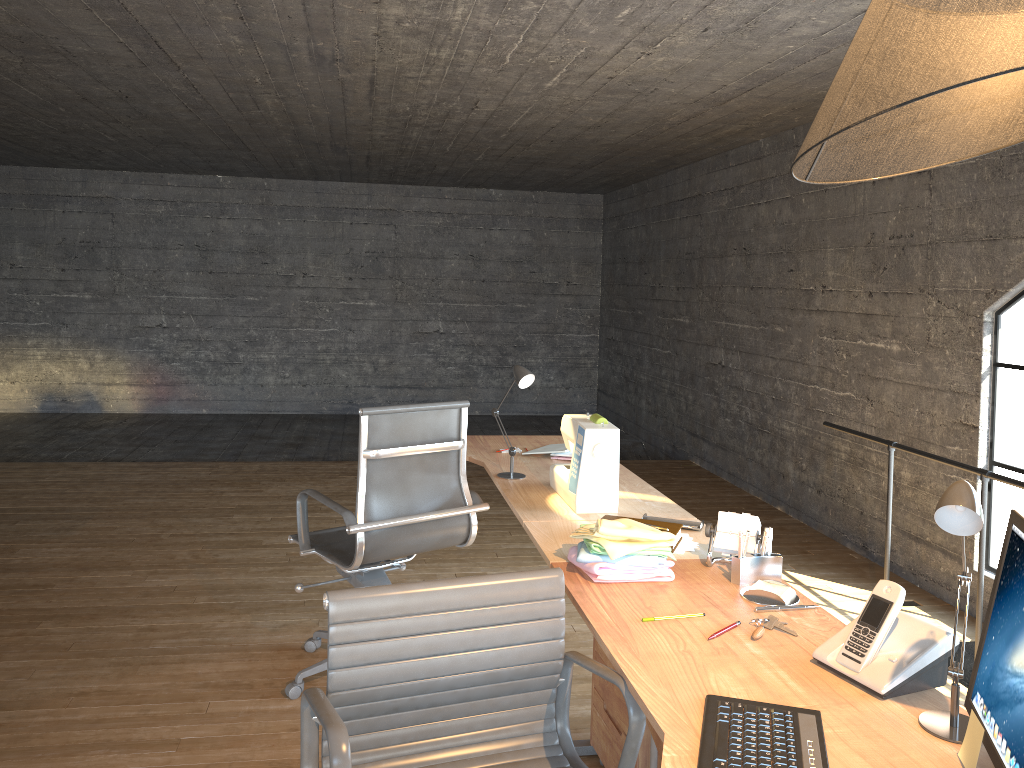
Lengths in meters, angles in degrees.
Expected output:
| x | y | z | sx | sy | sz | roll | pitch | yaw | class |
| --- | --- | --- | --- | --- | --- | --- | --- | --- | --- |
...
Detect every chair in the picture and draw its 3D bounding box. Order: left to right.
| x | y | z | sx | sy | sz | roll | pitch | yaw | class |
| --- | --- | --- | --- | --- | --- | --- | --- | --- | --- |
| -0.501 | 0.555 | 3.206 | 0.653 | 1.013 | 0.687 | 0 | 3 | -40 | chair |
| -0.016 | 0.837 | 1.534 | 0.653 | 0.856 | 0.688 | 0 | 3 | -23 | chair |

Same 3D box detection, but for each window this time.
| x | y | z | sx | sy | sz | roll | pitch | yaw | class |
| --- | --- | --- | --- | --- | --- | --- | --- | --- | --- |
| 1.122 | 0.323 | 0.361 | 3.198 | 1.864 | 6.958 | 6 | 7 | 40 | window |

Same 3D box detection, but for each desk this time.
| x | y | z | sx | sy | sz | roll | pitch | yaw | class |
| --- | --- | --- | --- | --- | --- | --- | --- | --- | --- |
| -0.168 | 0.806 | 2.305 | 1.634 | 0.736 | 3.530 | 1 | 6 | -9 | desk |

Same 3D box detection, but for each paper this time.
| x | y | z | sx | sy | sz | roll | pitch | yaw | class |
| --- | --- | --- | --- | --- | --- | --- | --- | --- | --- |
| 0.656 | 0.514 | 1.263 | 0.019 | 0.074 | 0.079 | 2 | 4 | 15 | paper |

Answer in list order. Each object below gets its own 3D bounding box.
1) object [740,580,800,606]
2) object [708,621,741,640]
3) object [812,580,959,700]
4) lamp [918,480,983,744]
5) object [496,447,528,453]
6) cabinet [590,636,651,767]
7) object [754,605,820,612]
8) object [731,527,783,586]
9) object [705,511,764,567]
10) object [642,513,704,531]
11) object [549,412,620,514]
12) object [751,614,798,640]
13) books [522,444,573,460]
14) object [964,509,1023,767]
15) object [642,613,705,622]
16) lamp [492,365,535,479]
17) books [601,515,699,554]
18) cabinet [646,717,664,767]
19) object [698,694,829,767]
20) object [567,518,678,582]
| x | y | z | sx | sy | sz | roll | pitch | yaw | class |
| --- | --- | --- | --- | --- | --- | --- | --- | --- | --- |
| 0.593 | 0.477 | 2.030 | 0.132 | 0.026 | 0.133 | 1 | 6 | -10 | object |
| 0.435 | 0.506 | 1.812 | 0.012 | 0.009 | 0.126 | 6 | 8 | 43 | object |
| 0.692 | 0.456 | 1.637 | 0.190 | 0.164 | 0.170 | 0 | 4 | -25 | object |
| 0.738 | 0.357 | 1.445 | 0.207 | 0.408 | 0.105 | 0 | 2 | -42 | lamp |
| -0.003 | 0.275 | 3.715 | 0.142 | 0.013 | 0.128 | 1 | 6 | -7 | object |
| 0.493 | 0.884 | 2.516 | 0.426 | 0.570 | 0.427 | 1 | 3 | -12 | cabinet |
| 0.609 | 0.494 | 1.949 | 0.158 | 0.011 | 0.011 | 0 | 4 | -13 | object |
| 0.594 | 0.414 | 2.134 | 0.133 | 0.128 | 0.039 | 1 | 2 | -14 | object |
| 0.572 | 0.398 | 2.242 | 0.155 | 0.135 | 0.099 | 4 | 3 | 25 | object |
| 0.476 | 0.408 | 2.613 | 0.181 | 0.025 | 0.075 | 4 | 6 | 20 | object |
| 0.234 | 0.237 | 2.912 | 0.136 | 0.283 | 0.405 | 1 | 5 | -10 | object |
| 0.537 | 0.501 | 1.820 | 0.097 | 0.024 | 0.108 | 2 | 6 | 4 | object |
| 0.250 | 0.271 | 3.674 | 0.318 | 0.044 | 0.308 | 5 | 7 | 25 | books |
| 0.665 | 0.404 | 1.098 | 0.286 | 0.389 | 0.472 | 3 | 4 | 15 | object |
| 0.345 | 0.496 | 1.878 | 0.147 | 0.007 | 0.008 | 0 | 4 | -17 | object |
| -0.002 | 0.132 | 3.228 | 0.105 | 0.408 | 0.208 | 1 | 2 | -23 | lamp |
| 0.377 | 0.409 | 2.455 | 0.291 | 0.054 | 0.261 | 6 | 7 | 31 | books |
| 0.558 | 0.945 | 2.001 | 0.472 | 0.570 | 0.427 | 2 | 3 | -2 | cabinet |
| 0.360 | 0.566 | 1.259 | 0.187 | 0.011 | 0.492 | 3 | 7 | 15 | object |
| 0.275 | 0.396 | 2.206 | 0.255 | 0.129 | 0.254 | 1 | 5 | -7 | object |
